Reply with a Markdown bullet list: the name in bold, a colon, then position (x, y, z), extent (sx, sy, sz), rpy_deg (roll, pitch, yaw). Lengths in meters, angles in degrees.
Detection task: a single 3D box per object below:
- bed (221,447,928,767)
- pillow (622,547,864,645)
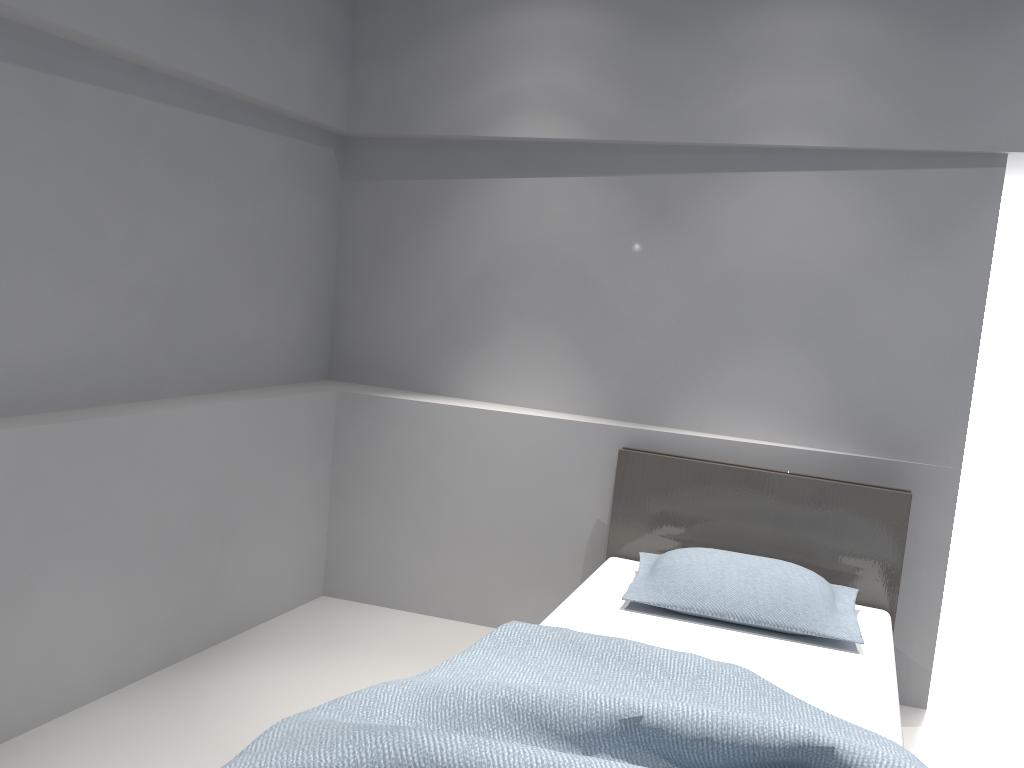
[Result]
- **bed**: position (0.426, 0.755, 2.247), extent (1.411, 0.752, 2.319), rpy_deg (7, 7, 21)
- **pillow**: position (0.753, 0.657, 2.883), extent (0.746, 0.173, 0.417), rpy_deg (7, 7, 16)
